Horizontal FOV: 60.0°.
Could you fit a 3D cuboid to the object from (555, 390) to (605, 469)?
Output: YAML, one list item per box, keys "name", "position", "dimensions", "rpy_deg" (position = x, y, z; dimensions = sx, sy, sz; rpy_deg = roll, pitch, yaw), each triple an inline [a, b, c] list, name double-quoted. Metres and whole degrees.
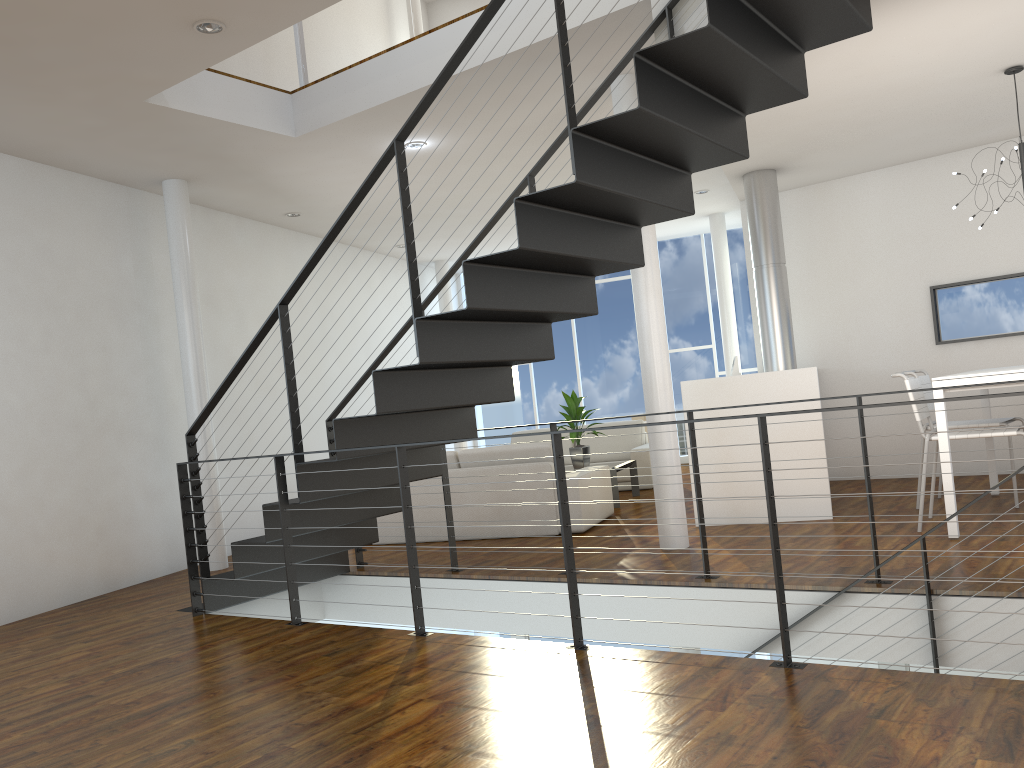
- name: "object"
  position: [0.507, 0.336, 6.727]
  dimensions: [0.432, 0.601, 0.458]
  rpy_deg: [-6, -1, 5]

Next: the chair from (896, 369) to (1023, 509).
- name: "chair"
  position: [2.502, 0.281, 4.918]
  dimensions: [0.556, 0.765, 0.427]
  rpy_deg: [-7, -1, 41]

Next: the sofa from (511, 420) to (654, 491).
- name: "sofa"
  position: [0.517, 0.666, 7.930]
  dimensions: [1.612, 0.565, 0.802]
  rpy_deg: [-7, -1, 21]

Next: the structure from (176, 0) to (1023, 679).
- name: "structure"
  position: [0.372, 0.378, 3.379]
  dimensions: [4.367, 6.297, 1.092]
  rpy_deg: [-6, 0, 36]

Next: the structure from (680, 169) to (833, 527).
- name: "structure"
  position: [1.747, -0.322, 6.296]
  dimensions: [0.751, 2.206, 2.748]
  rpy_deg: [-6, -1, 19]

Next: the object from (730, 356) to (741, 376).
- name: "object"
  position: [1.633, -0.126, 6.495]
  dimensions: [0.061, 0.151, 0.100]
  rpy_deg: [-6, 0, 6]

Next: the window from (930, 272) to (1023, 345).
- name: "window"
  position: [3.777, -0.578, 5.614]
  dimensions: [2.027, 0.408, 0.165]
  rpy_deg: [-7, -1, 36]

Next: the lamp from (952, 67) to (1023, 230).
- name: "lamp"
  position: [2.513, -1.191, 4.366]
  dimensions: [0.589, 0.726, 0.619]
  rpy_deg: [-6, -1, -33]

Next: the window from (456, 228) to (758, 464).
- name: "window"
  position: [0.920, -1.844, 9.769]
  dimensions: [3.418, 5.634, 0.090]
  rpy_deg: [-6, 0, 19]

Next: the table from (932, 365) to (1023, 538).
- name: "table"
  position: [2.606, 0.269, 4.338]
  dimensions: [0.701, 0.720, 1.398]
  rpy_deg: [-7, -1, 36]

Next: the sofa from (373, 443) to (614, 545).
- name: "sofa"
  position: [-0.211, 0.692, 5.922]
  dimensions: [1.612, 0.565, 0.802]
  rpy_deg: [-7, -1, 21]

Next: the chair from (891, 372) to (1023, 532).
- name: "chair"
  position: [2.197, 0.297, 4.294]
  dimensions: [0.556, 0.765, 0.427]
  rpy_deg: [-6, 0, 32]

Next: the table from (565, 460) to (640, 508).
- name: "table"
  position: [0.126, 0.827, 6.929]
  dimensions: [1.610, 0.284, 0.661]
  rpy_deg: [-7, -1, 21]
